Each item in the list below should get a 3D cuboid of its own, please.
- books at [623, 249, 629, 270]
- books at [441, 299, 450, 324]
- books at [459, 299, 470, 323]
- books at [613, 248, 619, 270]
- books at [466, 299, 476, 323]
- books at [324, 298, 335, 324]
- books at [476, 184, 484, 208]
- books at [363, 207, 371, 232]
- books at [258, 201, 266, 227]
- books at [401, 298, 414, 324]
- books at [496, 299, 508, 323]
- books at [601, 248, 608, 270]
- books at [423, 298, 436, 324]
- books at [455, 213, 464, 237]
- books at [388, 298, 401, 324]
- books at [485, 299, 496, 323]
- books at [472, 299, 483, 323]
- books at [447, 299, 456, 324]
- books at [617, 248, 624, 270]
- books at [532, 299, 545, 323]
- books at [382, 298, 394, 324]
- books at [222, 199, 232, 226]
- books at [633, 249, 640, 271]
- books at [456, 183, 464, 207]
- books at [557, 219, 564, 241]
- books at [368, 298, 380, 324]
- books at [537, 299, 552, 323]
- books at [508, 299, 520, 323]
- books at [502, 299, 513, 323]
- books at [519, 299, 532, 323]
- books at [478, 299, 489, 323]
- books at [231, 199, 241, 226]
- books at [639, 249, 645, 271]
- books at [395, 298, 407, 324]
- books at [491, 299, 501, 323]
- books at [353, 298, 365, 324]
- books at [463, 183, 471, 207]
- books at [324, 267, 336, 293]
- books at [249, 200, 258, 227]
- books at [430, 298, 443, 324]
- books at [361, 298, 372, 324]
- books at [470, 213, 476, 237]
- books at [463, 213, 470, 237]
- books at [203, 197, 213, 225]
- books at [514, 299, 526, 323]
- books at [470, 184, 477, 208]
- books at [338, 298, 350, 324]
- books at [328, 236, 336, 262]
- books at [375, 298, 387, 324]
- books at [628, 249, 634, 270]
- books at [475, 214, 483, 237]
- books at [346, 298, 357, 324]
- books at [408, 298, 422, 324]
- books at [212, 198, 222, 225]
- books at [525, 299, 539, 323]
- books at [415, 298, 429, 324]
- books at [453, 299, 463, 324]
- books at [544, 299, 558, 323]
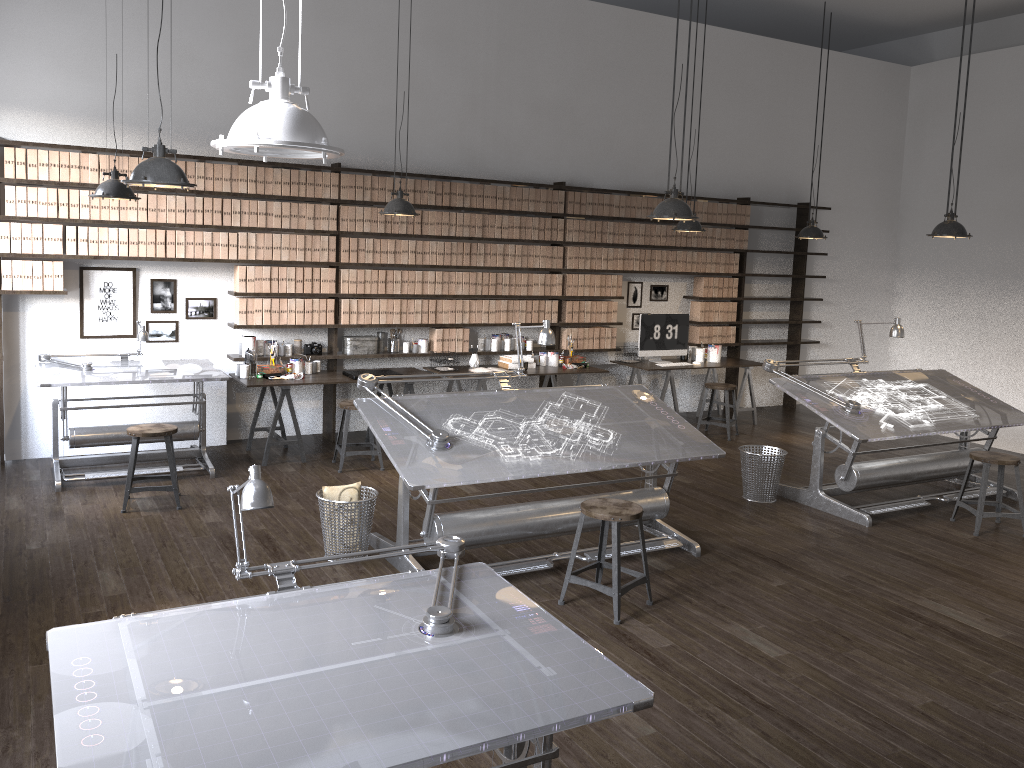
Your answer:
[{"bbox_3d":[1.149,-1.314,9.336,0.067,0.224,0.175,-1,8,-29],"label":"books"},{"bbox_3d":[-0.659,-0.691,8.393,0.067,0.224,0.175,-1,8,-29],"label":"books"},{"bbox_3d":[-0.477,-0.699,8.493,0.067,0.224,0.175,-1,8,-29],"label":"books"},{"bbox_3d":[1.033,-1.309,9.270,0.067,0.224,0.175,-1,8,-29],"label":"books"},{"bbox_3d":[-0.418,-0.703,8.531,0.067,0.224,0.175,-1,8,-29],"label":"books"},{"bbox_3d":[-1.629,-0.646,7.848,0.067,0.224,0.175,-1,8,-29],"label":"books"},{"bbox_3d":[-0.340,-1.785,8.436,0.067,0.224,0.175,-1,8,-29],"label":"books"},{"bbox_3d":[-1.321,-1.466,7.920,0.067,0.224,0.175,-1,8,-29],"label":"books"},{"bbox_3d":[-2.128,-1.428,7.467,0.067,0.224,0.175,-1,8,-29],"label":"books"},{"bbox_3d":[-0.972,-0.677,8.221,0.067,0.224,0.175,-1,8,-29],"label":"books"},{"bbox_3d":[-0.116,-0.715,8.692,0.067,0.224,0.175,-1,8,-29],"label":"books"},{"bbox_3d":[0.916,-1.303,9.201,0.067,0.224,0.175,-1,8,-29],"label":"books"},{"bbox_3d":[-0.780,-0.685,8.322,0.067,0.224,0.175,-1,8,-29],"label":"books"},{"bbox_3d":[-0.529,-1.502,8.361,0.067,0.224,0.175,-1,8,-29],"label":"books"},{"bbox_3d":[-1.090,-0.671,8.148,0.067,0.224,0.175,-1,8,-29],"label":"books"},{"bbox_3d":[-0.231,-0.711,8.631,0.067,0.224,0.175,-1,8,-29],"label":"books"},{"bbox_3d":[-0.357,-0.705,8.563,0.067,0.224,0.175,-1,8,-29],"label":"books"},{"bbox_3d":[-0.602,-0.693,8.420,0.067,0.224,0.175,-1,8,-29],"label":"books"},{"bbox_3d":[1.093,-1.311,9.298,0.067,0.224,0.175,-1,8,-29],"label":"books"},{"bbox_3d":[0.256,-0.734,8.906,0.067,0.224,0.175,-1,8,-29],"label":"books"},{"bbox_3d":[-1.150,-0.669,8.120,0.067,0.224,0.175,-1,8,-29],"label":"books"},{"bbox_3d":[-2.376,-1.418,7.336,0.067,0.224,0.175,-1,8,-29],"label":"books"},{"bbox_3d":[1.275,-1.319,9.402,0.067,0.224,0.175,-1,8,-29],"label":"books"},{"bbox_3d":[-0.523,-1.775,8.328,0.067,0.224,0.175,-1,8,-29],"label":"books"},{"bbox_3d":[0.447,-1.547,8.909,0.067,0.224,0.175,-1,8,-29],"label":"books"},{"bbox_3d":[-1.267,-0.663,8.051,0.067,0.224,0.175,-1,8,-29],"label":"books"},{"bbox_3d":[0.324,-0.736,8.939,0.067,0.224,0.175,-1,8,-29],"label":"books"},{"bbox_3d":[0.002,-0.722,8.764,0.067,0.224,0.175,-1,8,-29],"label":"books"},{"bbox_3d":[-0.060,-0.719,8.729,0.067,0.224,0.175,-1,8,-29],"label":"books"},{"bbox_3d":[0.125,-0.728,8.834,0.067,0.224,0.175,-1,8,-29],"label":"books"},{"bbox_3d":[-0.293,-0.708,8.594,0.067,0.224,0.175,-1,8,-29],"label":"books"},{"bbox_3d":[-2.312,-1.420,7.366,0.067,0.224,0.175,-1,8,-29],"label":"books"},{"bbox_3d":[1.335,-1.323,9.441,0.067,0.224,0.175,-1,8,-29],"label":"books"},{"bbox_3d":[-1.034,-0.674,8.186,0.067,0.224,0.175,-1,8,-29],"label":"books"},{"bbox_3d":[-0.177,-0.714,8.663,0.067,0.224,0.175,-1,8,-29],"label":"books"},{"bbox_3d":[-1.392,-0.658,7.987,0.067,0.224,0.175,-1,8,-29],"label":"books"},{"bbox_3d":[-0.461,-1.779,8.366,0.067,0.224,0.175,-1,8,-29],"label":"books"},{"bbox_3d":[-1.614,-0.914,7.821,0.067,0.224,0.175,-1,8,-29],"label":"books"},{"bbox_3d":[-2.190,-1.427,7.439,0.067,0.224,0.175,-1,8,-29],"label":"books"},{"bbox_3d":[-0.718,-0.689,8.363,0.067,0.224,0.175,-1,8,-29],"label":"books"},{"bbox_3d":[-1.330,-0.661,8.020,0.067,0.224,0.175,-1,8,-29],"label":"books"},{"bbox_3d":[-0.412,-1.508,8.430,0.067,0.224,0.175,-1,8,-29],"label":"books"},{"bbox_3d":[-0.466,-1.505,8.398,0.067,0.224,0.175,-1,8,-29],"label":"books"},{"bbox_3d":[-2.506,-1.412,7.263,0.067,0.224,0.175,-1,8,-29],"label":"books"},{"bbox_3d":[0.066,-0.724,8.795,0.067,0.224,0.175,-1,8,-29],"label":"books"},{"bbox_3d":[-0.402,-1.782,8.403,0.067,0.224,0.175,-1,8,-29],"label":"books"},{"bbox_3d":[-1.512,-0.651,7.912,0.067,0.224,0.175,-1,8,-29],"label":"books"},{"bbox_3d":[-1.609,-1.189,7.797,0.067,0.224,0.175,-1,8,-29],"label":"books"},{"bbox_3d":[-1.204,-0.666,8.088,0.067,0.224,0.175,-1,8,-29],"label":"books"},{"bbox_3d":[1.211,-1.317,9.371,0.067,0.224,0.175,-1,8,-29],"label":"books"},{"bbox_3d":[-0.351,-1.510,8.458,0.067,0.224,0.175,-1,8,-29],"label":"books"},{"bbox_3d":[-1.451,-0.655,7.950,0.067,0.224,0.175,-1,8,-29],"label":"books"},{"bbox_3d":[-0.908,-0.679,8.252,0.067,0.224,0.175,-1,8,-29],"label":"books"},{"bbox_3d":[-2.439,-1.414,7.294,0.067,0.224,0.175,-1,8,-29],"label":"books"},{"bbox_3d":[0.194,-0.730,8.865,0.067,0.224,0.175,-1,8,-29],"label":"books"},{"bbox_3d":[-0.848,-0.683,8.290,0.067,0.224,0.175,-1,8,-29],"label":"books"},{"bbox_3d":[-0.539,-0.696,8.455,0.067,0.224,0.175,-1,8,-29],"label":"books"},{"bbox_3d":[0.391,-0.739,8.978,0.067,0.224,0.175,-1,8,-29],"label":"books"}]
